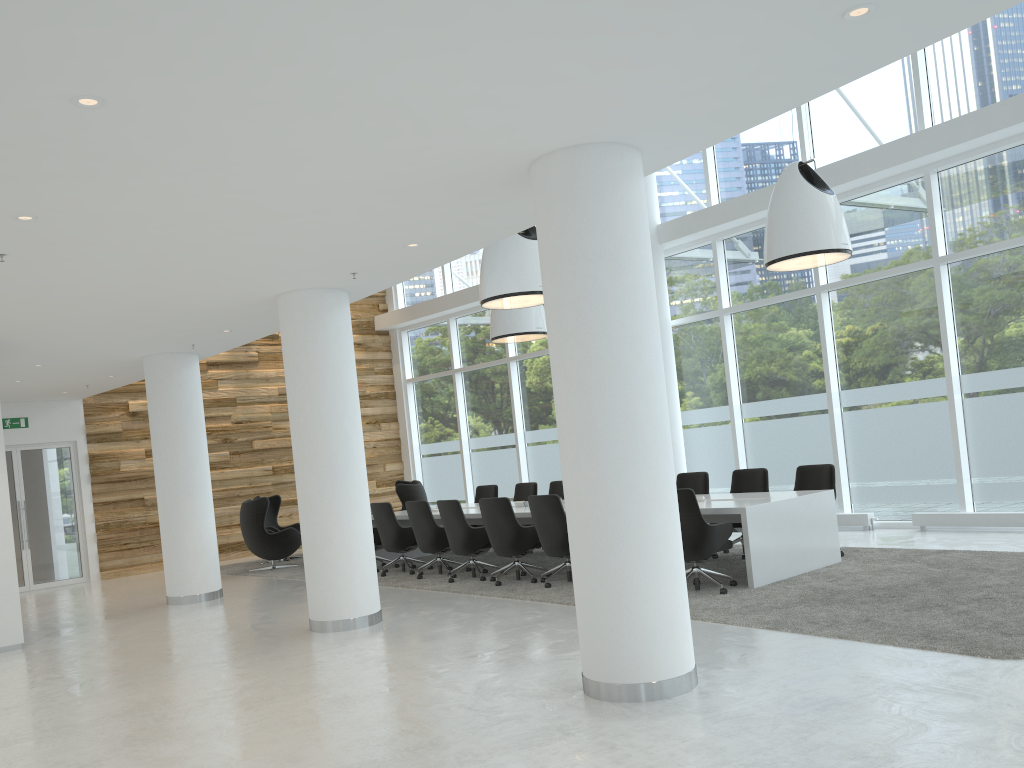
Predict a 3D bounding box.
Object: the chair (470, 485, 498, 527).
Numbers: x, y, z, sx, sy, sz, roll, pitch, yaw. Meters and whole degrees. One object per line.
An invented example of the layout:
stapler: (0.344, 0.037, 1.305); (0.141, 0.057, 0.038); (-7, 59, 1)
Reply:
chair: (-0.513, 2.066, 13.673); (0.688, 0.965, 0.672); (-8, -2, 44)

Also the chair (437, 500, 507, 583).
chair: (-0.502, 1.816, 10.445); (0.672, 0.965, 0.688); (-5, -2, -36)

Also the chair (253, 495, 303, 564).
chair: (-3.972, 2.442, 15.095); (0.918, 1.151, 0.914); (-6, -2, 9)

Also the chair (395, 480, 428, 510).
chair: (-1.786, 2.154, 14.300); (0.918, 1.151, 0.914); (-6, -2, 9)

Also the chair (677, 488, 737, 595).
chair: (1.634, 1.410, 8.057); (0.688, 0.965, 0.672); (-8, -2, 44)

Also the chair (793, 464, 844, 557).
chair: (3.121, 1.361, 9.425); (0.672, 0.965, 0.688); (-5, -2, -36)

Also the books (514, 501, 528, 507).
books: (0.155, 1.599, 11.260); (0.153, 0.238, 0.191); (-5, -2, -41)

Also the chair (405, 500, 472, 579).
chair: (-0.944, 1.910, 11.066); (0.672, 0.965, 0.688); (-4, -2, -41)

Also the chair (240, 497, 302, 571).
chair: (-3.770, 2.332, 13.941); (0.918, 1.151, 0.915); (-8, -3, 39)

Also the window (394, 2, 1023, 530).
window: (-15.519, 0.226, 3.307); (62.883, 6.134, 30.897); (-6, -4, -1)

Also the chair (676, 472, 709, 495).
chair: (2.065, 1.566, 10.665); (0.672, 0.965, 0.688); (-4, -2, -41)

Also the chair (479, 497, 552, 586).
chair: (0.018, 1.717, 9.860); (0.688, 0.965, 0.672); (-8, -2, 44)

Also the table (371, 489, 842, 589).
table: (0.581, 1.855, 10.876); (1.496, 0.738, 6.586); (-3, -5, -40)

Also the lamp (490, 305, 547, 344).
lamp: (-0.066, -2.474, 13.041); (0.884, 3.644, 0.884); (-6, -1, 3)

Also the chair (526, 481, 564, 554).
chair: (0.565, 1.854, 12.378); (0.672, 0.965, 0.688); (-4, -2, -41)

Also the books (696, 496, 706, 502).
books: (1.939, 1.263, 9.142); (0.143, 0.226, 0.204); (-5, -3, -41)

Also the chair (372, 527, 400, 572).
chair: (-2.000, 2.115, 12.306); (0.672, 0.965, 0.688); (-5, -2, -36)

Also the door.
door: (-7.997, 2.191, 14.494); (1.800, 2.399, 0.133); (-4, -1, -38)

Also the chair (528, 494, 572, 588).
chair: (0.556, 1.622, 9.353); (0.672, 0.965, 0.688); (-4, -2, -41)

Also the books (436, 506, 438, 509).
books: (-0.974, 1.828, 12.603); (0.138, 0.223, 0.163); (-5, -2, -40)

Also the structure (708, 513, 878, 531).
structure: (3.753, 1.892, 12.153); (0.150, 0.213, 2.702); (-5, -4, -39)

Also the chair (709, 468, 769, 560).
chair: (2.600, 1.463, 10.047); (0.672, 0.965, 0.688); (-4, -2, -41)

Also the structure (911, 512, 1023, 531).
structure: (5.654, 1.499, 9.618); (0.150, 0.213, 2.702); (-5, -4, -36)

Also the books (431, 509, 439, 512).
books: (-0.980, 1.738, 12.248); (0.223, 0.026, 0.265); (-3, -5, -31)

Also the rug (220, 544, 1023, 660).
rug: (0.285, 2.270, 11.032); (3.929, 0.010, 13.510); (-2, -6, -40)

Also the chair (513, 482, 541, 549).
chair: (0.076, 1.955, 13.027); (0.672, 0.965, 0.688); (-4, -2, -41)

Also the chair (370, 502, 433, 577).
chair: (-1.479, 2.013, 11.684); (0.672, 0.965, 0.688); (-4, -2, -41)

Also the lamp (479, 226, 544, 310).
lamp: (-0.104, -2.717, 9.838); (0.884, 3.644, 0.884); (-6, -1, 5)

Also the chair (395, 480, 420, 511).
chair: (-1.950, 2.266, 15.528); (0.918, 1.151, 0.915); (-8, -3, 39)

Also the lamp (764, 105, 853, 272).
lamp: (2.891, -3.074, 9.237); (0.884, 3.644, 0.884); (-6, -1, 5)

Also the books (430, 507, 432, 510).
books: (-1.197, 1.863, 12.857); (0.152, 0.241, 0.183); (-5, -2, -40)
